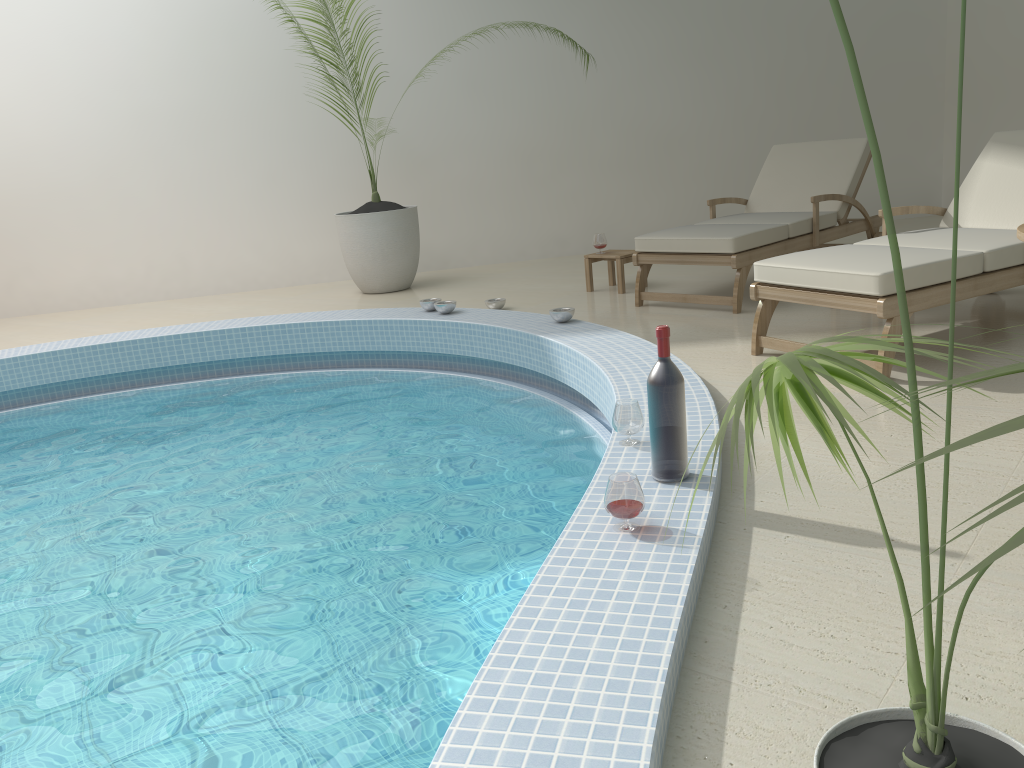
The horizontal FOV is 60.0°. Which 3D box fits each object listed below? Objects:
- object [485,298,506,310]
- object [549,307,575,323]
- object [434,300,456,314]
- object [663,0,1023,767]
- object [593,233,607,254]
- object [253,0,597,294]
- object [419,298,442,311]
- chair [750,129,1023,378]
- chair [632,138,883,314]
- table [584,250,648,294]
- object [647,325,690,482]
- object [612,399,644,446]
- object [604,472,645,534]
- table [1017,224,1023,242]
[{"bbox_3d":[-0.107,-0.519,5.833,0.140,0.069,0.140,-16,18,-35],"label":"object"},{"bbox_3d":[0.274,-0.371,4.826,0.140,0.069,0.140,-16,18,-35],"label":"object"},{"bbox_3d":[-0.407,-0.465,5.434,0.140,0.069,0.140,-16,18,-35],"label":"object"},{"bbox_3d":[0.320,-0.077,0.845,0.791,1.695,1.059,-11,16,-18],"label":"object"},{"bbox_3d":[0.610,-0.975,6.153,0.102,0.137,0.102,-3,15,9],"label":"object"},{"bbox_3d":[-0.990,-2.197,6.806,2.979,2.960,2.729,-18,19,-39],"label":"object"},{"bbox_3d":[-0.510,-0.495,5.583,0.140,0.069,0.140,-16,18,-35],"label":"object"},{"bbox_3d":[2.061,-0.679,4.077,1.903,0.866,0.861,-13,17,-26],"label":"chair"},{"bbox_3d":[1.646,-1.088,5.768,1.903,0.866,0.861,-19,20,-42],"label":"chair"},{"bbox_3d":[0.722,-0.784,6.163,0.283,0.255,0.320,-19,20,-42],"label":"table"},{"bbox_3d":[0.428,0.053,2.456,0.109,0.435,0.109,3,17,28],"label":"object"},{"bbox_3d":[0.368,0.122,2.807,0.102,0.137,0.102,-5,15,3],"label":"object"},{"bbox_3d":[0.279,0.294,2.195,0.102,0.137,0.102,-5,15,3],"label":"object"},{"bbox_3d":[1.547,-0.010,2.042,0.700,0.720,0.700,-2,15,13],"label":"table"}]
